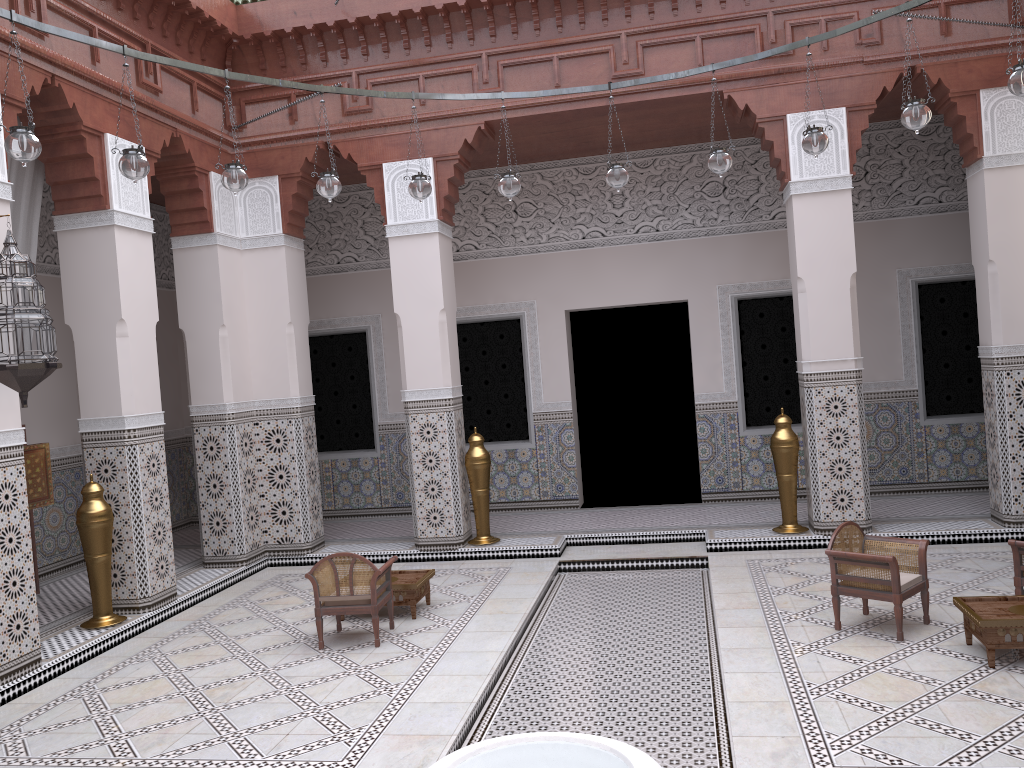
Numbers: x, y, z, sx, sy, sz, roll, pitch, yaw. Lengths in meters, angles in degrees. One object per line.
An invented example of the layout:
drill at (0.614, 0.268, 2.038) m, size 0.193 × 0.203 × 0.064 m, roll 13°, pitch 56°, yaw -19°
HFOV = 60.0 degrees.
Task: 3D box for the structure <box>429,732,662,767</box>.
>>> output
structure at (0.062, 0.785, 1.424) m, size 0.501 × 0.310 × 0.528 m, roll -4°, pitch 1°, yaw 11°

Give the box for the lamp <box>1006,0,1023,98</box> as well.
lamp at (1.278, -0.893, 2.209) m, size 0.090 × 0.371 × 0.091 m, roll -4°, pitch 1°, yaw 26°

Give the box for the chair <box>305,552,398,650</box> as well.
chair at (-0.528, 0.699, 2.968) m, size 0.263 × 0.313 × 0.208 m, roll -4°, pitch 1°, yaw 7°

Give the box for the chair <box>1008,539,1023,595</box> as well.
chair at (1.633, 0.543, 2.617) m, size 0.263 × 0.313 × 0.208 m, roll -5°, pitch 2°, yaw -39°

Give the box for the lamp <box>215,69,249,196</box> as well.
lamp at (-0.837, -0.742, 2.631) m, size 0.090 × 0.371 × 0.091 m, roll -4°, pitch 1°, yaw 11°

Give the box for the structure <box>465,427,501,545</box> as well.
structure at (-0.152, 0.469, 4.149) m, size 0.156 × 0.539 × 0.156 m, roll -5°, pitch 1°, yaw -28°

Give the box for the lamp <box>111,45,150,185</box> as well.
lamp at (-1.034, -0.722, 2.390) m, size 0.090 × 0.371 × 0.091 m, roll -4°, pitch 1°, yaw -4°

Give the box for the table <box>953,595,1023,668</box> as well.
table at (1.389, 0.653, 2.363) m, size 0.330 × 0.142 × 0.229 m, roll -4°, pitch 1°, yaw 11°

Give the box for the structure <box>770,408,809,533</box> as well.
structure at (1.203, 0.372, 3.888) m, size 0.156 × 0.539 × 0.156 m, roll -5°, pitch 1°, yaw -28°

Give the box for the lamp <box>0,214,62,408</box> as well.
lamp at (-1.471, -0.237, 2.628) m, size 0.217 × 0.618 × 0.216 m, roll -4°, pitch 1°, yaw 11°

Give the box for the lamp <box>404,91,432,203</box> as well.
lamp at (-0.321, -0.789, 2.970) m, size 0.090 × 0.371 × 0.091 m, roll -4°, pitch 1°, yaw 26°

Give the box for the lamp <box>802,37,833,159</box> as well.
lamp at (0.927, -0.878, 2.730) m, size 0.091 × 0.371 × 0.090 m, roll -4°, pitch 1°, yaw -4°

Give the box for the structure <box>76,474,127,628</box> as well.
structure at (-1.493, 0.591, 3.194) m, size 0.156 × 0.539 × 0.156 m, roll -4°, pitch 1°, yaw 17°

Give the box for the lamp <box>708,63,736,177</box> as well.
lamp at (0.677, -0.863, 2.911) m, size 0.091 × 0.371 × 0.090 m, roll -4°, pitch 1°, yaw -4°

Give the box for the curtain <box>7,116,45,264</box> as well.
curtain at (-1.814, -0.066, 2.703) m, size 0.048 × 1.761 × 1.304 m, roll -4°, pitch 1°, yaw 11°

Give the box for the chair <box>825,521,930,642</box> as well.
chair at (1.110, 0.581, 2.682) m, size 0.263 × 0.313 × 0.208 m, roll -6°, pitch 2°, yaw -43°

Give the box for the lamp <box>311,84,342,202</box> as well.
lamp at (-0.599, -0.765, 2.831) m, size 0.090 × 0.371 × 0.091 m, roll -4°, pitch 1°, yaw 11°

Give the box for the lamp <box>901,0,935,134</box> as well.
lamp at (1.128, -0.888, 2.481) m, size 0.090 × 0.371 × 0.091 m, roll -4°, pitch 1°, yaw 26°

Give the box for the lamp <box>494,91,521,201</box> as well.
lamp at (-0.021, -0.813, 3.044) m, size 0.090 × 0.371 × 0.091 m, roll -3°, pitch 2°, yaw 36°

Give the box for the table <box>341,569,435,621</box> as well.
table at (-0.469, 0.774, 3.271) m, size 0.330 × 0.142 × 0.229 m, roll -4°, pitch 1°, yaw 11°

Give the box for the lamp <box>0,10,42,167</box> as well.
lamp at (-1.189, -0.705, 2.125) m, size 0.090 × 0.371 × 0.091 m, roll -5°, pitch 1°, yaw -14°

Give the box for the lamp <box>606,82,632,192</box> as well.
lamp at (0.354, -0.841, 3.025) m, size 0.091 × 0.371 × 0.090 m, roll -4°, pitch 1°, yaw -4°
